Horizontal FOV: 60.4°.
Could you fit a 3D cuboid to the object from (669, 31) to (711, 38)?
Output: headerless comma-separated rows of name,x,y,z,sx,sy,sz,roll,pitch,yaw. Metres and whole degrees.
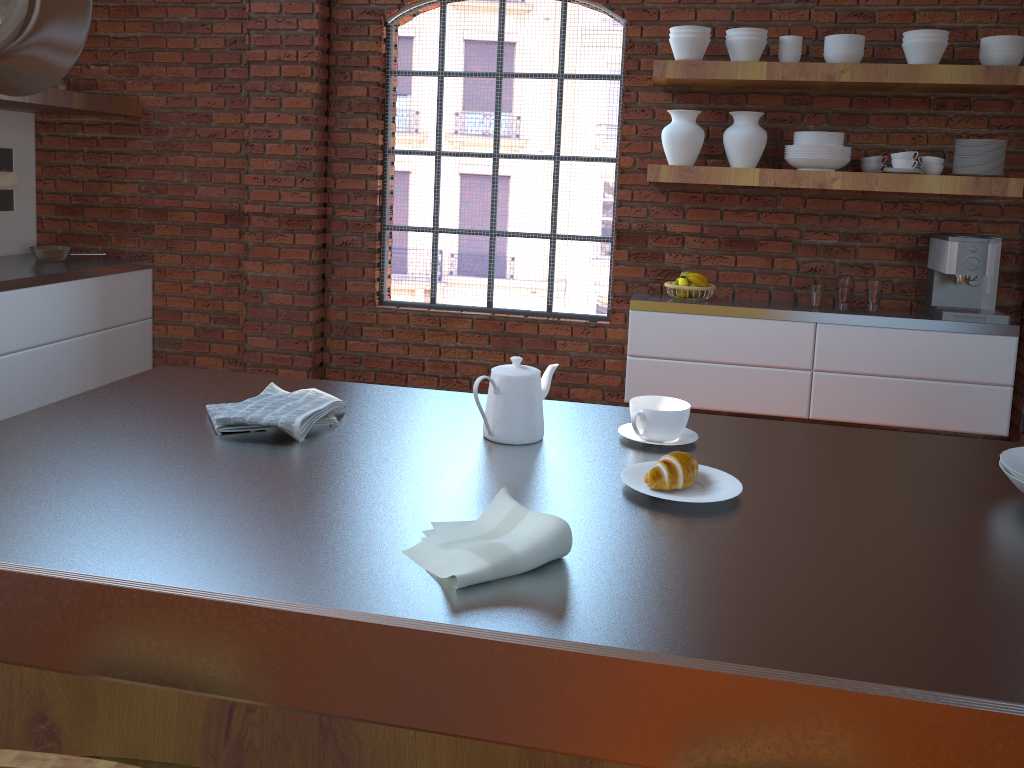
object,0.785,-1.495,3.896,0.181,0.102,0.183,-8,16,-42

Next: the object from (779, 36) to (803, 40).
object,1.232,-1.502,3.894,0.099,0.060,0.100,-7,15,-39

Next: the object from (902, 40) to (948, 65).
object,1.755,-1.398,3.751,0.180,0.102,0.184,-2,12,-19

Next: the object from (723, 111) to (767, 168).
object,1.048,-1.095,3.963,0.192,0.246,0.196,0,9,-17

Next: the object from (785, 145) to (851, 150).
object,1.353,-1.022,3.897,0.281,0.054,0.287,1,13,-6

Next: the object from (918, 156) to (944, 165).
object,1.845,-0.970,3.870,0.101,0.058,0.093,10,14,33

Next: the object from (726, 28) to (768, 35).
object,1.033,-1.504,3.883,0.181,0.102,0.183,-8,16,-42

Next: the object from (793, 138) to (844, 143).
object,1.354,-1.053,3.894,0.213,0.054,0.218,3,13,2

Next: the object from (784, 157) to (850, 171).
object,1.351,-0.972,3.903,0.281,0.054,0.287,1,13,-6

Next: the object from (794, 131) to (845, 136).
object,1.355,-1.082,3.891,0.213,0.054,0.218,3,13,2

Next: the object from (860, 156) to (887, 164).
object,1.620,-1.003,3.968,0.092,0.058,0.102,-2,12,-20

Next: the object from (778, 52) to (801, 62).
object,1.229,-1.435,3.901,0.099,0.060,0.100,-7,15,-39

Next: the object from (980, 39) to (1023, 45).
object,2.063,-1.410,3.707,0.166,0.060,0.168,-8,16,-39

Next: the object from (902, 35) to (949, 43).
object,1.756,-1.419,3.748,0.180,0.102,0.184,-2,12,-19

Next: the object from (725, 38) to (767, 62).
object,1.031,-1.461,3.888,0.181,0.102,0.183,-8,16,-42

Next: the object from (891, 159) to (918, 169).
object,1.688,-0.945,3.799,0.092,0.046,0.101,3,12,5

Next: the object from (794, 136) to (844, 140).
object,1.355,-1.063,3.893,0.213,0.054,0.218,3,13,2

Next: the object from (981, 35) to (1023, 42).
object,2.064,-1.423,3.706,0.166,0.060,0.168,-8,16,-39

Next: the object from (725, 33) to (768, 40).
object,1.032,-1.482,3.886,0.181,0.102,0.183,-8,16,-42

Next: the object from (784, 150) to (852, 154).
object,1.352,-1.003,3.899,0.281,0.054,0.287,1,13,-6

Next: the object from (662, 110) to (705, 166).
object,0.779,-1.118,4.014,0.193,0.246,0.195,-5,12,-39

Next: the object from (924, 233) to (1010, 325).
object,1.997,-0.470,3.834,0.271,0.364,0.385,4,10,10

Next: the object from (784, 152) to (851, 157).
object,1.352,-0.993,3.900,0.281,0.054,0.287,1,13,-6

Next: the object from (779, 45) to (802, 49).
object,1.230,-1.464,3.898,0.099,0.060,0.100,-7,15,-39

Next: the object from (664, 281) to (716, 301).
object,0.826,-0.428,4.091,0.236,0.070,0.239,-5,15,-31

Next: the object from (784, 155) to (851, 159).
object,1.351,-0.982,3.902,0.281,0.054,0.287,1,13,-6

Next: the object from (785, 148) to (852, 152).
object,1.352,-1.012,3.898,0.281,0.054,0.287,1,13,-6

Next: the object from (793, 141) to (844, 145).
object,1.354,-1.041,3.895,0.213,0.054,0.218,3,13,2

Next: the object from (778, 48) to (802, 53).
object,1.230,-1.451,3.899,0.099,0.060,0.100,-7,15,-39

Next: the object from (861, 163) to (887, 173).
object,1.624,-0.972,3.974,0.092,0.046,0.101,0,12,-10

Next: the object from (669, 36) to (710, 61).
object,0.784,-1.474,3.898,0.181,0.102,0.183,-8,16,-42

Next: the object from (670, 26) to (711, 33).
object,0.786,-1.518,3.894,0.181,0.102,0.183,-8,16,-42

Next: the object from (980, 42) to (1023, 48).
object,2.063,-1.399,3.708,0.166,0.060,0.168,-8,16,-39

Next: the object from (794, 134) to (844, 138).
object,1.355,-1.071,3.892,0.213,0.054,0.218,3,13,2

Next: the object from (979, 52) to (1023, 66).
object,2.061,-1.356,3.713,0.166,0.060,0.168,-8,16,-39

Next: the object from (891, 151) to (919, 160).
object,1.683,-0.976,3.794,0.092,0.058,0.102,1,12,-6

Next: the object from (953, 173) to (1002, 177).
object,2.000,-0.894,3.783,0.195,0.013,0.197,9,15,27

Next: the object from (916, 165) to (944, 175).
object,1.841,-0.938,3.868,0.093,0.046,0.100,-9,17,-44

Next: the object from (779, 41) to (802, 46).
object,1.231,-1.478,3.896,0.099,0.060,0.100,-7,15,-39

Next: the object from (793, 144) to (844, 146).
object,1.353,-1.031,3.896,0.213,0.054,0.218,3,13,2

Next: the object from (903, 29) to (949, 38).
object,1.757,-1.441,3.746,0.180,0.102,0.184,-2,12,-19

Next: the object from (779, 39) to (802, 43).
object,1.232,-1.489,3.895,0.099,0.060,0.100,-7,15,-39
